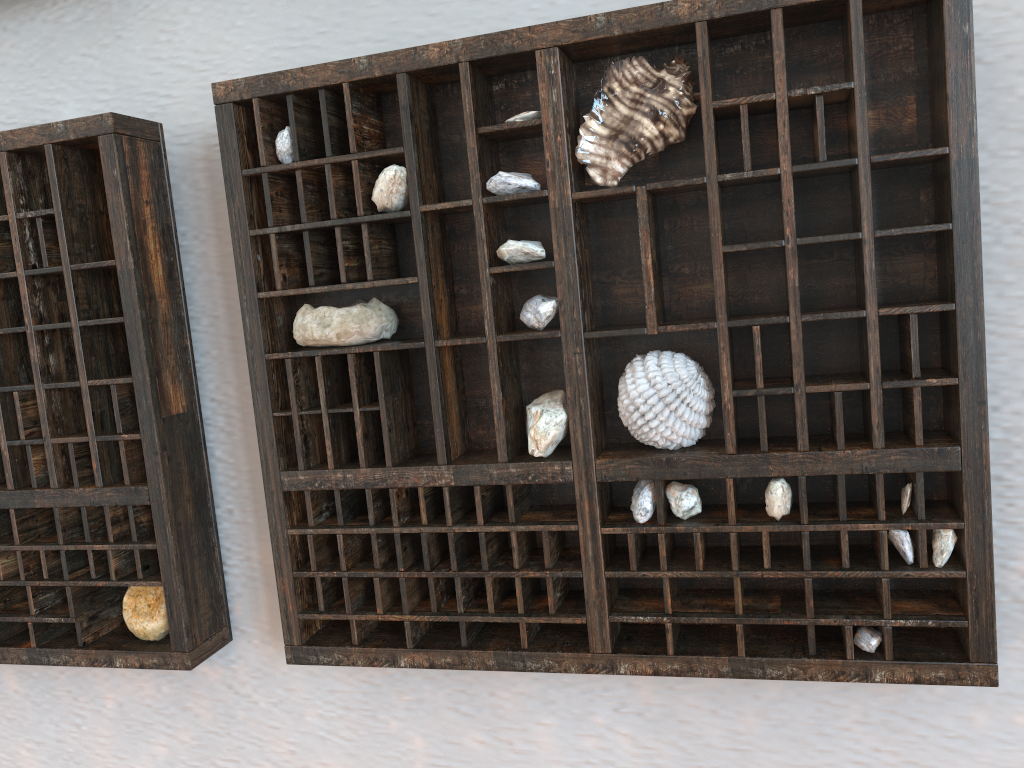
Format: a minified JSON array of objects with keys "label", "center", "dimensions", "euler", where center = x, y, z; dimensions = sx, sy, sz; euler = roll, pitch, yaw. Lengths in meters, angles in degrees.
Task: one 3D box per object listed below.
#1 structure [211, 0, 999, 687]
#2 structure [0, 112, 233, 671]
[{"label":"structure","center":[0.046,-0.017,0.581],"dimensions":[0.468,0.416,0.086],"euler":[-4,4,16]},{"label":"structure","center":[-0.480,0.023,0.736],"dimensions":[0.468,0.416,0.086],"euler":[-4,4,16]}]
